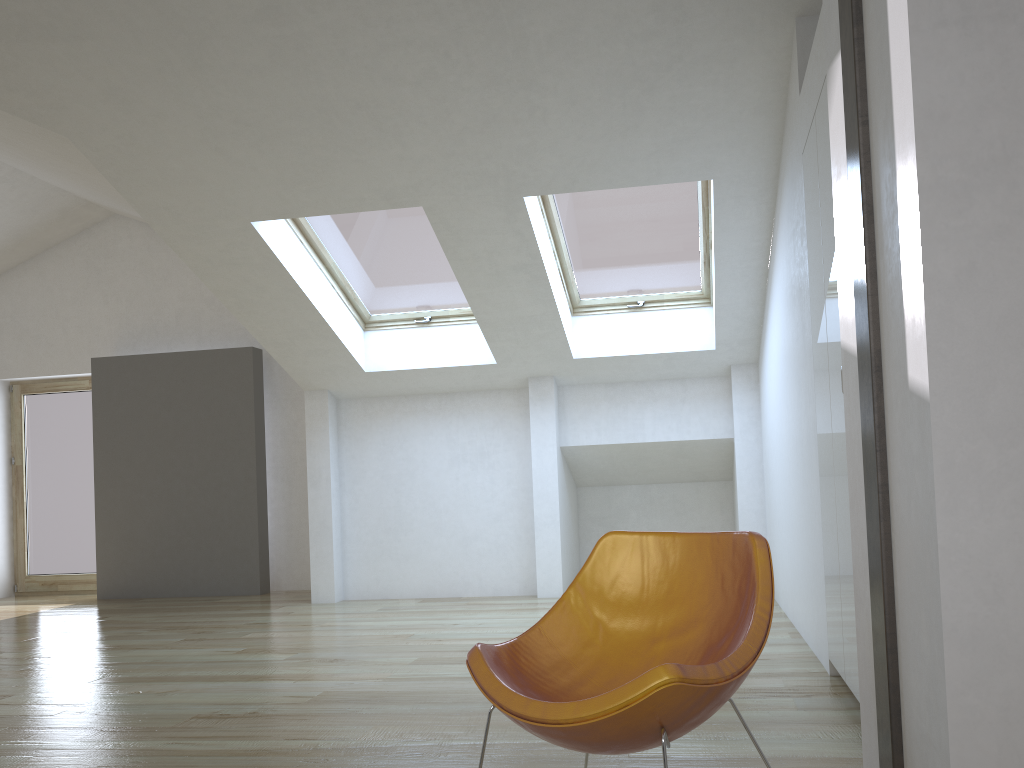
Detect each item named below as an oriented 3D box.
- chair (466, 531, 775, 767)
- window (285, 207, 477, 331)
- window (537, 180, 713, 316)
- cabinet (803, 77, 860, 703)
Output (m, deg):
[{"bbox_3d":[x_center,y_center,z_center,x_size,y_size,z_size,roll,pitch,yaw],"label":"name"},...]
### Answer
[{"bbox_3d":[0.289,0.735,2.166,0.655,0.720,0.720,-6,-6,41],"label":"chair"},{"bbox_3d":[-0.803,-0.814,6.148,1.505,0.726,1.871,-4,-6,11],"label":"window"},{"bbox_3d":[0.799,-0.911,5.911,1.505,0.726,1.871,-4,-6,11],"label":"window"},{"bbox_3d":[1.133,0.029,2.949,0.123,2.234,1.765,-3,-4,12],"label":"cabinet"}]
